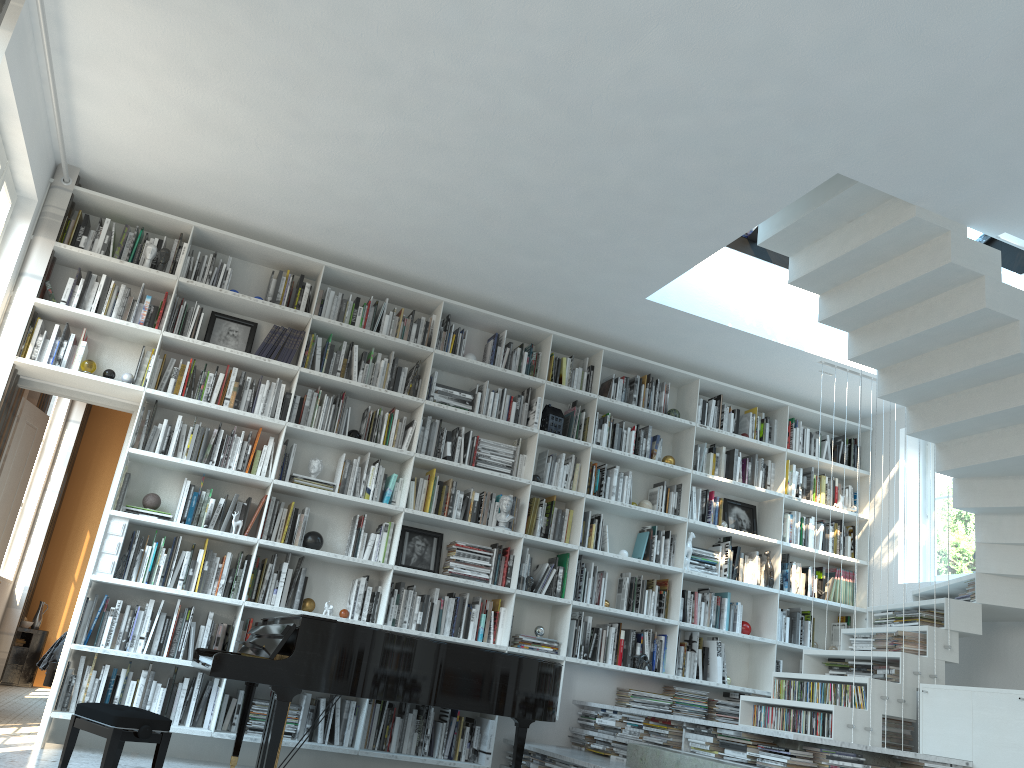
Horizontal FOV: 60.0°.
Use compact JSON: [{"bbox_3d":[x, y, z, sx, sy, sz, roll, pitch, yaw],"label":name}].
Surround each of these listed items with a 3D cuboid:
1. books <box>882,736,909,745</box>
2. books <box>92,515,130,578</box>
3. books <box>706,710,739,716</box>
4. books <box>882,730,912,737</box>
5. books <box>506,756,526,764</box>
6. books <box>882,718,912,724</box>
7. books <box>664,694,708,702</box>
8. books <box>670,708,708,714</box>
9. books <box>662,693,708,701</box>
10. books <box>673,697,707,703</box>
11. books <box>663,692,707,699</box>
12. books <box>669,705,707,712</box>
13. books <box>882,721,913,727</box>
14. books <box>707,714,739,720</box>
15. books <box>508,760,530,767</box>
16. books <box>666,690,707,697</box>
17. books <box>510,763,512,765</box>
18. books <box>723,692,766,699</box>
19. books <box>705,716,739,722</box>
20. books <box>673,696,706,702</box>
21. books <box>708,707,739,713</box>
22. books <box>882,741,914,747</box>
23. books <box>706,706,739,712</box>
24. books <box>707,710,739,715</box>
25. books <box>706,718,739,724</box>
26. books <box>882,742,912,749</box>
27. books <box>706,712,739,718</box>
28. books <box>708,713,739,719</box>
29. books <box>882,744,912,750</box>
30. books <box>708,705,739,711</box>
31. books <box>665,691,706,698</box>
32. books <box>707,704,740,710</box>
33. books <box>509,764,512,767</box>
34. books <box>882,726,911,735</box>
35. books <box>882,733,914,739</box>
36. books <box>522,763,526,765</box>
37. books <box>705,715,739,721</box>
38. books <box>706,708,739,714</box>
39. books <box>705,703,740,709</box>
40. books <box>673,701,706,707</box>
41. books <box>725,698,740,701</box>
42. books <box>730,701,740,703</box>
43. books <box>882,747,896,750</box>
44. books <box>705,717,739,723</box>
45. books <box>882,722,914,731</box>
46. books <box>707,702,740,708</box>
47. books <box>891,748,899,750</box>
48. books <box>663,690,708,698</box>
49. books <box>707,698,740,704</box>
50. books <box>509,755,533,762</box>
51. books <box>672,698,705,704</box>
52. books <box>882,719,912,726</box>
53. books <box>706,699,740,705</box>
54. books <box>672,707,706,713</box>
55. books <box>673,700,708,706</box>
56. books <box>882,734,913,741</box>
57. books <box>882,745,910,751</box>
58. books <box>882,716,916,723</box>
[{"bbox_3d":[2.625,2.466,6.141,0.180,0.029,0.153,17,-20,-22],"label":"books"},{"bbox_3d":[-2.313,0.950,5.123,0.106,0.339,0.307,15,-20,-19],"label":"books"},{"bbox_3d":[1.565,2.398,6.439,0.328,0.008,0.208,16,-20,-21],"label":"books"},{"bbox_3d":[2.627,2.427,6.166,0.233,0.015,0.170,14,-19,-14],"label":"books"},{"bbox_3d":[0.102,2.414,5.673,0.177,0.012,0.279,17,-20,-22],"label":"books"},{"bbox_3d":[2.651,2.345,6.190,0.210,0.009,0.160,15,-20,-18],"label":"books"},{"bbox_3d":[1.232,2.244,6.341,0.285,0.005,0.160,15,-20,-18],"label":"books"},{"bbox_3d":[1.227,2.322,6.307,0.285,0.007,0.160,14,-19,-14],"label":"books"},{"bbox_3d":[1.233,2.239,6.343,0.285,0.005,0.160,16,-20,-20],"label":"books"},{"bbox_3d":[1.232,2.254,6.336,0.285,0.005,0.160,16,-20,-21],"label":"books"},{"bbox_3d":[1.237,2.227,6.340,0.285,0.005,0.160,17,-20,-22],"label":"books"},{"bbox_3d":[1.226,2.310,6.318,0.285,0.007,0.160,15,-20,-17],"label":"books"},{"bbox_3d":[2.641,2.370,6.198,0.249,0.006,0.189,16,-20,-21],"label":"books"},{"bbox_3d":[1.560,2.420,6.434,0.328,0.008,0.208,16,-20,-20],"label":"books"},{"bbox_3d":[0.100,2.438,5.665,0.179,0.012,0.262,14,-20,-16],"label":"books"},{"bbox_3d":[1.243,2.212,6.344,0.254,0.005,0.161,17,-21,-23],"label":"books"},{"bbox_3d":[0.107,2.450,5.665,0.155,0.009,0.233,17,-21,-23],"label":"books"},{"bbox_3d":[1.706,2.291,6.484,0.205,0.035,0.267,15,-20,-18],"label":"books"},{"bbox_3d":[1.558,2.435,6.430,0.368,0.007,0.206,15,-20,-18],"label":"books"},{"bbox_3d":[1.232,2.249,6.339,0.254,0.005,0.161,16,-20,-20],"label":"books"},{"bbox_3d":[1.569,2.376,6.443,0.368,0.007,0.206,14,-20,-16],"label":"books"},{"bbox_3d":[2.624,2.482,6.131,0.259,0.009,0.153,15,-20,-18],"label":"books"},{"bbox_3d":[1.570,2.369,6.446,0.328,0.008,0.208,17,-20,-21],"label":"books"},{"bbox_3d":[1.564,2.392,6.444,0.368,0.007,0.206,15,-20,-18],"label":"books"},{"bbox_3d":[1.560,2.447,6.417,0.328,0.008,0.208,17,-20,-22],"label":"books"},{"bbox_3d":[2.619,2.494,6.136,0.224,0.012,0.160,14,-20,-15],"label":"books"},{"bbox_3d":[1.564,2.405,6.436,0.328,0.008,0.208,15,-20,-17],"label":"books"},{"bbox_3d":[1.564,2.412,6.431,0.368,0.007,0.206,17,-20,-21],"label":"books"},{"bbox_3d":[2.620,2.501,6.126,0.243,0.008,0.148,17,-20,-21],"label":"books"},{"bbox_3d":[1.570,2.363,6.451,0.328,0.008,0.208,15,-20,-17],"label":"books"},{"bbox_3d":[1.241,2.223,6.343,0.254,0.005,0.161,14,-20,-15],"label":"books"},{"bbox_3d":[1.570,2.357,6.456,0.368,0.007,0.206,16,-20,-20],"label":"books"},{"bbox_3d":[0.106,2.462,5.662,0.172,0.015,0.242,15,-20,-19],"label":"books"},{"bbox_3d":[2.634,2.404,6.163,0.204,0.028,0.163,15,-20,-17],"label":"books"},{"bbox_3d":[2.626,2.437,6.162,0.262,0.006,0.185,15,-20,-18],"label":"books"},{"bbox_3d":[0.122,2.435,5.676,0.122,0.008,0.291,17,-21,-23],"label":"books"},{"bbox_3d":[1.558,2.428,6.434,0.328,0.008,0.208,16,-20,-19],"label":"books"},{"bbox_3d":[1.566,2.385,6.446,0.328,0.008,0.208,15,-20,-18],"label":"books"},{"bbox_3d":[1.575,2.347,6.448,0.328,0.008,0.208,14,-19,-14],"label":"books"},{"bbox_3d":[1.230,2.279,6.330,0.254,0.007,0.161,15,-20,-18],"label":"books"},{"bbox_3d":[1.716,2.321,6.480,0.159,0.012,0.286,17,-20,-22],"label":"books"},{"bbox_3d":[1.714,2.339,6.475,0.165,0.015,0.243,14,-20,-16],"label":"books"},{"bbox_3d":[2.620,2.522,6.111,0.231,0.020,0.142,16,-20,-19],"label":"books"},{"bbox_3d":[1.560,2.440,6.422,0.328,0.008,0.208,14,-20,-16],"label":"books"},{"bbox_3d":[2.635,2.381,6.181,0.254,0.027,0.188,16,-20,-19],"label":"books"},{"bbox_3d":[1.573,2.341,6.458,0.328,0.008,0.208,15,-20,-17],"label":"books"},{"bbox_3d":[2.596,2.577,6.311,0.290,0.008,0.147,15,-20,-18],"label":"books"},{"bbox_3d":[1.241,2.218,6.346,0.285,0.005,0.160,17,-20,-21],"label":"books"},{"bbox_3d":[1.577,2.320,6.465,0.368,0.007,0.206,15,-20,-17],"label":"books"},{"bbox_3d":[0.106,2.405,5.677,0.188,0.009,0.211,16,-20,-20],"label":"books"},{"bbox_3d":[1.229,2.260,6.338,0.254,0.005,0.161,16,-20,-19],"label":"books"},{"bbox_3d":[2.648,2.358,6.190,0.212,0.014,0.169,15,-20,-18],"label":"books"},{"bbox_3d":[1.579,2.324,6.454,0.368,0.007,0.206,17,-21,-23],"label":"books"},{"bbox_3d":[1.227,2.316,6.312,0.254,0.007,0.161,17,-20,-22],"label":"books"},{"bbox_3d":[1.231,2.272,6.333,0.285,0.007,0.160,15,-20,-18],"label":"books"},{"bbox_3d":[2.629,2.444,6.147,0.233,0.017,0.163,16,-20,-19],"label":"books"},{"bbox_3d":[2.631,2.502,6.096,0.190,0.011,0.091,16,-20,-21],"label":"books"},{"bbox_3d":[2.651,2.335,6.199,0.286,0.017,0.171,16,-20,-19],"label":"books"}]
